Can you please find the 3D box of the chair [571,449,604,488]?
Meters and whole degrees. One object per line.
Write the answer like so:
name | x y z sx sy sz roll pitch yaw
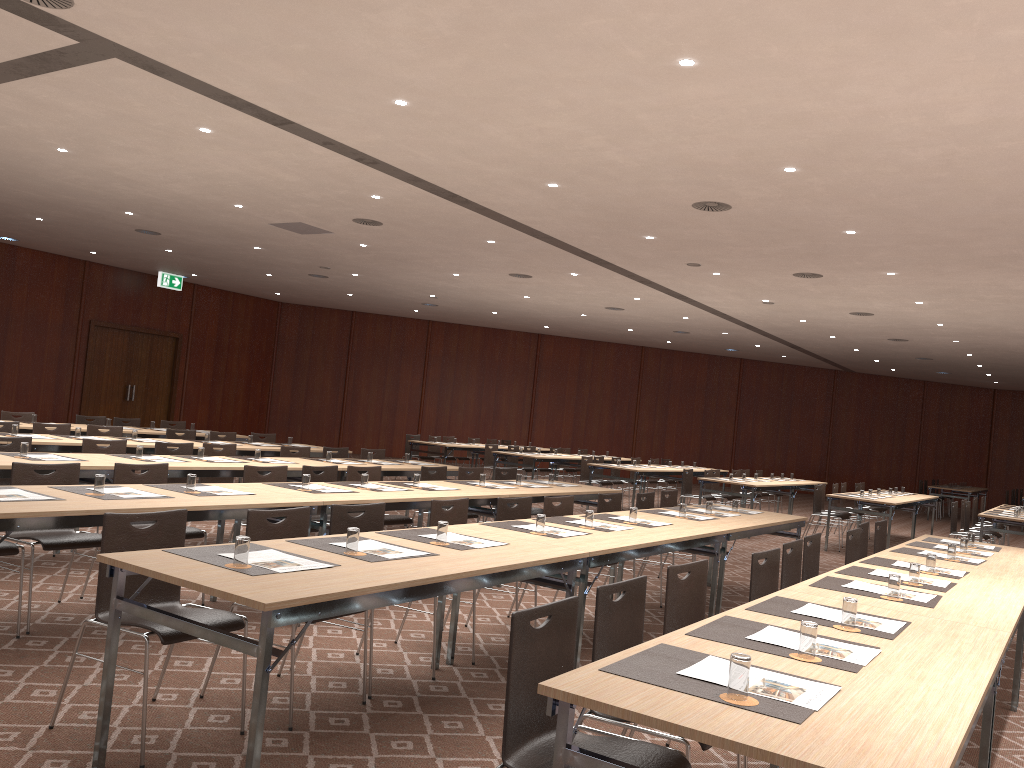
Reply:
chair | 1.694 1.937 19.845 0.613 0.939 0.536 5 -2 32

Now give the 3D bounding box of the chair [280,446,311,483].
chair | -2.335 1.174 9.841 0.613 0.939 0.536 5 -2 35

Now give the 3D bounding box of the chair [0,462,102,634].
chair | -2.830 0.970 5.471 0.613 0.939 0.536 5 -2 34

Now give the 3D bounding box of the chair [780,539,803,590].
chair | 1.800 1.433 5.289 0.613 0.939 0.536 5 -2 32

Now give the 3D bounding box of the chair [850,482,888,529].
chair | 6.660 2.322 16.503 0.613 0.939 0.536 5 -2 31

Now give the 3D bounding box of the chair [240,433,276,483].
chair | -3.331 1.154 12.119 0.613 0.939 0.536 5 -2 34

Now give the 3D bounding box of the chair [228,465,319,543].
chair | -1.853 1.119 6.908 0.613 0.939 0.536 5 -2 34

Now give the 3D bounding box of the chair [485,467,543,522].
chair | 0.026 1.413 9.821 0.613 0.939 0.536 5 -2 34

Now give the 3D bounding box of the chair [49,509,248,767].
chair | -1.533 1.044 3.866 0.613 0.939 0.536 5 -2 30

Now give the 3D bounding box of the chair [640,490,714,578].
chair | 1.682 1.547 8.850 0.613 0.939 0.536 5 -2 32

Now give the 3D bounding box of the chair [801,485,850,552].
chair | 4.811 2.031 13.559 0.613 0.939 0.536 5 -2 35

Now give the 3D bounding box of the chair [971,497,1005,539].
chair | 7.990 2.404 14.996 0.613 0.939 0.536 5 -2 35

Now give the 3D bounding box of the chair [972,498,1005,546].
chair | 7.632 2.344 14.329 0.613 0.939 0.536 5 -2 32

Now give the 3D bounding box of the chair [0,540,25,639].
chair | -3.118 0.922 4.947 0.613 0.939 0.536 5 -2 34

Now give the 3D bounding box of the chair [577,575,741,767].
chair | 0.516 1.232 3.298 0.613 0.939 0.536 5 -2 33

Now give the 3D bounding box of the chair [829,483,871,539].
chair | 5.922 2.211 15.471 0.613 0.939 0.536 5 -2 31

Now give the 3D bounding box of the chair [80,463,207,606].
chair | -2.479 1.027 6.080 0.613 0.939 0.536 5 -2 30

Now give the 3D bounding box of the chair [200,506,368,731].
chair | -1.085 1.109 4.418 0.613 0.939 0.536 5 -2 31

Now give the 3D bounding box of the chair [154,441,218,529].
chair | -3.186 1.041 8.522 0.613 0.939 0.536 5 -2 33

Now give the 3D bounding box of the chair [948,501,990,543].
chair | 6.407 2.157 12.543 0.613 0.939 0.536 5 -2 36

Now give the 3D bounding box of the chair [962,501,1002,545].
chair | 6.846 2.218 13.033 0.613 0.939 0.536 5 -2 35

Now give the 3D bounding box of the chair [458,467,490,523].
chair | -0.345 1.358 9.325 0.613 0.939 0.536 5 -2 35

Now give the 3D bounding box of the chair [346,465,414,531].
chair | -1.246 1.217 7.927 0.613 0.939 0.536 5 -2 35

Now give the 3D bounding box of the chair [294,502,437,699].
chair | -0.784 1.159 4.962 0.613 0.939 0.536 5 -2 35

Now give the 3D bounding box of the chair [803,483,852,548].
chair | 5.068 2.077 14.146 0.613 0.939 0.536 5 -2 34

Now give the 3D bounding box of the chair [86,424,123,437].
chair | -4.610 0.954 10.137 0.613 0.939 0.536 5 -2 36

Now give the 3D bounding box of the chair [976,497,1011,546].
chair | 8.368 2.459 15.471 0.613 0.939 0.536 5 -2 31

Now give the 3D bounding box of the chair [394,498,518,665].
chair | -0.312 1.235 5.759 0.613 0.939 0.536 5 -2 31

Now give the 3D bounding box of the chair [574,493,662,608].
chair | 0.948 1.430 7.649 0.613 0.939 0.536 5 -2 35

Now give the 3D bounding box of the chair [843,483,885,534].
chair | 6.357 2.272 15.955 0.613 0.939 0.536 5 -2 32

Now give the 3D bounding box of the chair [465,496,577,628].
chair | 0.111 1.299 6.350 0.613 0.939 0.536 5 -2 36

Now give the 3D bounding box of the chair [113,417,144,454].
chair | -5.388 0.960 12.546 0.613 0.939 0.536 5 -2 30

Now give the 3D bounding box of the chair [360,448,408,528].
chair | -1.644 1.285 10.990 0.613 0.939 0.536 5 -2 35

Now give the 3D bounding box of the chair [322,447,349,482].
chair | -2.008 1.231 10.490 0.613 0.939 0.536 5 -2 32

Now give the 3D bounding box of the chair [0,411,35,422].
chair | -6.200 0.831 11.210 0.613 0.939 0.536 5 -2 31

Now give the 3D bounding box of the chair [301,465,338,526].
chair | -1.539 1.171 7.473 0.613 0.939 0.536 5 -2 31

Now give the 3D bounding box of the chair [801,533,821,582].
chair | 2.097 1.481 5.814 0.613 0.939 0.536 5 -2 32

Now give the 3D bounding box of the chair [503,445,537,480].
chair | 0.128 1.689 17.339 0.613 0.939 0.536 5 -2 30

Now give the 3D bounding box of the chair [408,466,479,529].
chair | -0.690 1.306 8.853 0.613 0.939 0.536 5 -2 32

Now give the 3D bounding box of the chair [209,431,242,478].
chair | -3.666 1.097 11.458 0.613 0.939 0.536 5 -2 31

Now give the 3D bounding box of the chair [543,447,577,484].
chair | 1.011 1.827 18.708 0.613 0.939 0.536 5 -2 34

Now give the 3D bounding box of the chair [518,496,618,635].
chair | 0.458 1.350 6.810 0.613 0.939 0.536 5 -2 35

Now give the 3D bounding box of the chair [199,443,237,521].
chair | -2.910 1.087 9.028 0.613 0.939 0.536 5 -2 31

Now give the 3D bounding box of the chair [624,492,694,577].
chair | 1.345 1.489 8.186 0.613 0.939 0.536 5 -2 31

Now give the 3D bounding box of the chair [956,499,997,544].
chair | 7.061 2.259 13.556 0.613 0.939 0.536 5 -2 35

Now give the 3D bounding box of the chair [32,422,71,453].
chair | -4.922 0.903 9.588 0.613 0.939 0.536 5 -2 30

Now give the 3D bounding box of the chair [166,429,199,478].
chair | -4.033 1.042 10.966 0.613 0.939 0.536 5 -2 33

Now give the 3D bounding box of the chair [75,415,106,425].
chair | -5.708 0.913 12.115 0.613 0.939 0.536 5 -2 35

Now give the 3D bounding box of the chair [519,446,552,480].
chair | 0.452 1.743 17.920 0.613 0.939 0.536 5 -2 35

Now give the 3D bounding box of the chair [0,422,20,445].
chair | -5.218 0.854 9.053 0.613 0.939 0.536 5 -2 35

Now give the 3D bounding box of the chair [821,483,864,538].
chair | 5.497 2.140 14.700 0.613 0.939 0.536 5 -2 30

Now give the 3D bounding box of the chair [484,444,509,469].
chair | -0.296 1.630 16.872 0.613 0.939 0.536 5 -2 34

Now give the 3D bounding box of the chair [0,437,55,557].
chair | -4.084 0.904 7.207 0.613 0.939 0.536 5 -2 34

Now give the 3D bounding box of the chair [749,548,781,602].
chair | 1.464 1.377 4.690 0.613 0.939 0.536 5 -2 35

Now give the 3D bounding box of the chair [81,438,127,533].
chair | -3.620 0.979 7.990 0.613 0.939 0.536 5 -2 33

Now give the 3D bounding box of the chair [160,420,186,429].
chair | -4.959 1.025 13.134 0.613 0.939 0.536 5 -2 33
